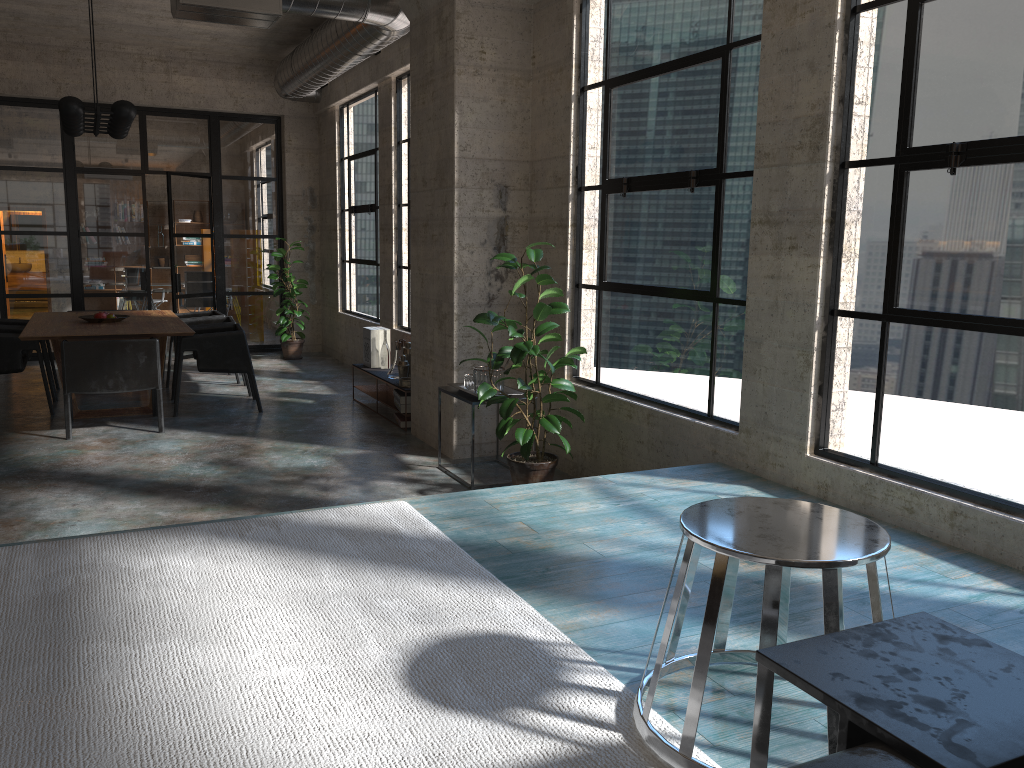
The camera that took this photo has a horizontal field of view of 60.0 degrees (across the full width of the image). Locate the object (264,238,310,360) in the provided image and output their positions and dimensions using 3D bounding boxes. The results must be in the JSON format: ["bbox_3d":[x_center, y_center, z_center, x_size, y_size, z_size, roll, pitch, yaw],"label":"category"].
[{"bbox_3d":[-2.865,-1.088,11.362,0.514,1.552,0.886,-4,10,-28],"label":"object"}]

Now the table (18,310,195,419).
[{"bbox_3d":[-3.754,-0.208,8.267,1.299,0.756,2.410,-3,10,-25],"label":"table"}]

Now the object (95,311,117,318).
[{"bbox_3d":[-3.735,-0.626,8.147,0.100,0.097,0.219,4,10,18],"label":"object"}]

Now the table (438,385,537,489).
[{"bbox_3d":[-0.173,0.328,5.892,0.450,0.563,0.600,-3,10,-25],"label":"table"}]

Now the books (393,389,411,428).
[{"bbox_3d":[-0.838,0.198,7.489,0.274,0.263,0.393,-2,10,-15],"label":"books"}]

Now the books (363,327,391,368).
[{"bbox_3d":[-1.290,-0.352,8.438,0.191,0.362,0.277,-3,10,-25],"label":"books"}]

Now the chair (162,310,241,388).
[{"bbox_3d":[-3.365,-0.397,9.530,0.754,0.738,0.707,-3,10,-25],"label":"chair"}]

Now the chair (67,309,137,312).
[{"bbox_3d":[-4.360,-0.407,9.500,0.707,0.738,0.754,-3,10,-25],"label":"chair"}]

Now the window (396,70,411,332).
[{"bbox_3d":[-0.785,-1.698,8.316,0.081,2.530,1.780,-3,10,-25],"label":"window"}]

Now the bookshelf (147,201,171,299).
[{"bbox_3d":[-6.702,-2.377,16.949,3.034,2.179,0.366,-3,10,-25],"label":"bookshelf"}]

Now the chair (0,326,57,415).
[{"bbox_3d":[-4.439,-0.128,7.765,0.754,0.738,0.707,-3,10,-25],"label":"chair"}]

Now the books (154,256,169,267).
[{"bbox_3d":[-6.695,-2.335,16.941,0.249,0.218,0.204,-3,10,-25],"label":"books"}]

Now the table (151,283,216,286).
[{"bbox_3d":[-5.989,-1.370,15.351,1.800,0.721,0.800,-3,10,-25],"label":"table"}]

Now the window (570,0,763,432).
[{"bbox_3d":[0.812,-1.137,4.996,0.081,2.530,1.780,-3,10,-25],"label":"window"}]

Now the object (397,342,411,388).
[{"bbox_3d":[-0.843,-0.167,7.432,0.248,0.333,0.415,3,9,10],"label":"object"}]

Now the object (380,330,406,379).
[{"bbox_3d":[-1.052,-0.274,7.969,0.199,0.365,0.703,-1,9,-14],"label":"object"}]

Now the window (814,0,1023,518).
[{"bbox_3d":[1.774,-0.799,2.996,0.081,2.530,1.780,-3,10,-25],"label":"window"}]

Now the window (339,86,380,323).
[{"bbox_3d":[-3.059,-2.497,13.043,0.081,2.530,7.902,-3,10,-25],"label":"window"}]

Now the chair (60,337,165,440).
[{"bbox_3d":[-3.228,-0.013,7.165,0.707,0.738,0.754,-3,10,-25],"label":"chair"}]

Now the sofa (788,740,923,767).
[{"bbox_3d":[1.146,0.686,0.543,1.019,0.680,2.063,-3,10,-25],"label":"sofa"}]

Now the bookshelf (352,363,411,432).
[{"bbox_3d":[-1.046,0.088,7.964,0.350,0.347,1.600,-3,10,-25],"label":"bookshelf"}]

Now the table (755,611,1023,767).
[{"bbox_3d":[0.704,0.680,1.498,0.420,0.390,0.413,-3,10,-25],"label":"table"}]

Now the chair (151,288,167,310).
[{"bbox_3d":[-6.057,-1.391,14.560,0.653,1.015,0.684,2,9,8],"label":"chair"}]

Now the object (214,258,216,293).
[{"bbox_3d":[-5.518,-1.961,16.176,0.304,1.640,0.342,-3,10,-25],"label":"object"}]

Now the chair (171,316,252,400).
[{"bbox_3d":[-3.008,-0.278,8.833,0.754,0.738,0.707,-3,10,-20],"label":"chair"}]

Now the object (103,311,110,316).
[{"bbox_3d":[-3.748,-0.632,8.218,0.088,0.082,0.110,3,9,14],"label":"object"}]

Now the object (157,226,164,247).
[{"bbox_3d":[-6.679,-2.806,16.847,0.121,0.395,0.062,-3,10,-23],"label":"object"}]

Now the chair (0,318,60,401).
[{"bbox_3d":[-4.745,-0.239,8.422,0.754,0.738,0.707,-3,10,-25],"label":"chair"}]

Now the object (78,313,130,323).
[{"bbox_3d":[-3.753,-0.616,8.166,0.435,0.079,0.435,3,9,11],"label":"object"}]

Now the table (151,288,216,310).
[{"bbox_3d":[-4.991,-1.097,13.761,1.800,0.721,0.800,-3,10,-25],"label":"table"}]

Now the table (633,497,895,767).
[{"bbox_3d":[0.597,0.549,2.008,0.620,0.472,0.620,-3,10,-22],"label":"table"}]

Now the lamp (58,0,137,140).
[{"bbox_3d":[-3.698,-2.924,7.827,0.583,1.327,1.813,-3,10,-25],"label":"lamp"}]

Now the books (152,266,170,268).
[{"bbox_3d":[-6.698,-2.230,16.958,0.335,0.033,0.284,-3,10,-25],"label":"books"}]

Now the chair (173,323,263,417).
[{"bbox_3d":[-2.691,-0.148,8.058,0.754,0.738,0.707,-3,10,-20],"label":"chair"}]

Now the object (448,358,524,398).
[{"bbox_3d":[-0.178,-0.066,5.773,0.327,0.253,0.546,-3,10,-25],"label":"object"}]

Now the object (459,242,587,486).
[{"bbox_3d":[0.107,-0.055,5.253,0.886,1.552,0.514,-6,12,-38],"label":"object"}]
